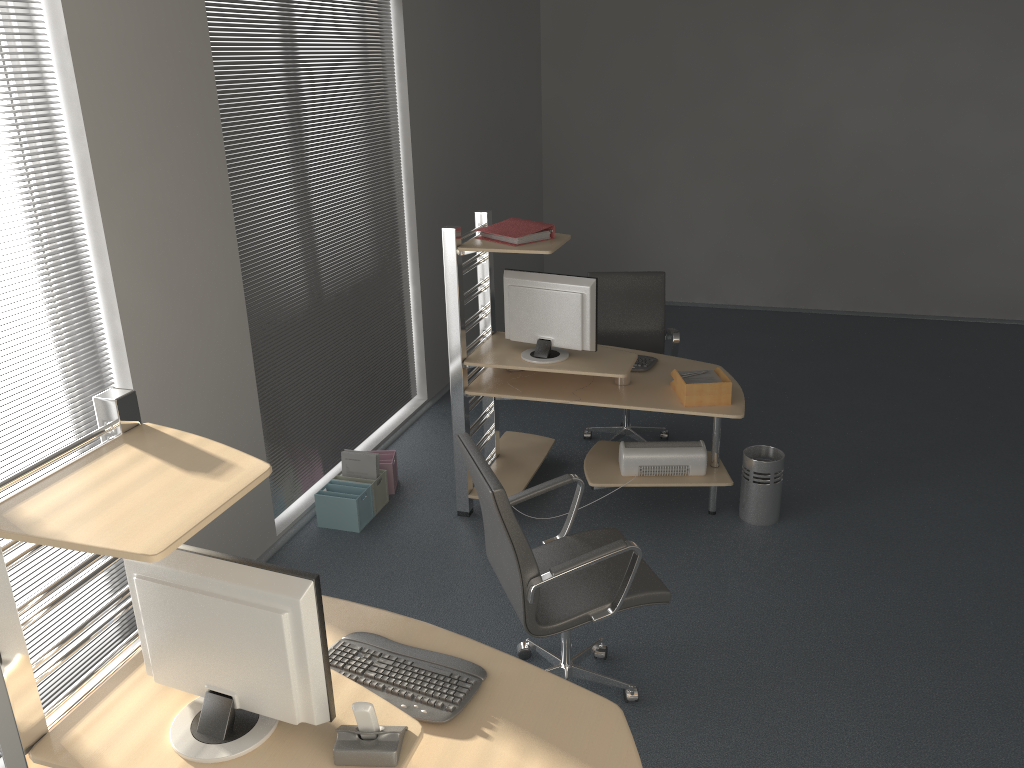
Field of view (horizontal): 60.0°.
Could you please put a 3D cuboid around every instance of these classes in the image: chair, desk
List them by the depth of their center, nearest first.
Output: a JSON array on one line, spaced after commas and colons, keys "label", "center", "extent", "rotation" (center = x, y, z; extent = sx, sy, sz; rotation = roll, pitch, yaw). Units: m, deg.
[{"label": "desk", "center": [-0.320, 0.824, 2.264], "extent": [1.469, 1.566, 0.967], "rotation": [5, 21, 17]}, {"label": "chair", "center": [0.186, 0.708, 3.288], "extent": [0.652, 1.048, 0.584], "rotation": [-7, 21, -15]}, {"label": "desk", "center": [0.524, -0.118, 4.756], "extent": [1.469, 1.566, 0.967], "rotation": [5, 21, 17]}, {"label": "chair", "center": [0.712, -0.109, 5.467], "extent": [0.584, 1.048, 0.652], "rotation": [0, 20, 4]}]

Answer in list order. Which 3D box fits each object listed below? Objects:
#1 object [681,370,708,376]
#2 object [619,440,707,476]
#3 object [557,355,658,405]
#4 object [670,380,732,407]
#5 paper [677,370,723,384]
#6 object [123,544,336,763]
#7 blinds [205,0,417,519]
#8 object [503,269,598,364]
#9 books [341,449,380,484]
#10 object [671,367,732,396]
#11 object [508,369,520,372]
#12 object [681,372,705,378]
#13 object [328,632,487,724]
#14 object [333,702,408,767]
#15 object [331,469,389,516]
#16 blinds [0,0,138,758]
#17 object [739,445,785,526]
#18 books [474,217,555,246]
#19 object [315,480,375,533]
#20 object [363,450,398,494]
[{"label": "object", "center": [0.925, -0.057, 4.476], "extent": [0.159, 0.009, 0.008], "rotation": [-8, 21, -17]}, {"label": "object", "center": [0.784, 0.348, 4.683], "extent": [0.438, 0.162, 0.351], "rotation": [-1, 20, 2]}, {"label": "object", "center": [0.441, -0.025, 4.687], "extent": [0.478, 0.082, 0.814], "rotation": [8, 22, 24]}, {"label": "object", "center": [0.932, 0.024, 4.396], "extent": [0.225, 0.060, 0.309], "rotation": [-3, 20, -3]}, {"label": "paper", "center": [0.931, -0.013, 4.383], "extent": [0.210, 0.010, 0.297], "rotation": [-3, 20, -3]}, {"label": "object", "center": [-0.680, 0.594, 1.997], "extent": [0.516, 0.418, 0.245], "rotation": [11, 24, 31]}, {"label": "blinds", "center": [-1.018, -0.895, 4.981], "extent": [0.022, 2.770, 1.950], "rotation": [5, 21, 17]}, {"label": "object", "center": [0.155, -0.341, 4.469], "extent": [0.516, 0.418, 0.245], "rotation": [15, 26, 37]}, {"label": "books", "center": [-0.835, 0.524, 4.912], "extent": [0.220, 0.306, 0.068], "rotation": [5, 21, 17]}, {"label": "object", "center": [0.930, -0.029, 4.377], "extent": [0.225, 0.060, 0.309], "rotation": [-3, 20, -3]}, {"label": "object", "center": [0.044, -0.110, 4.820], "extent": [0.159, 0.064, 0.054], "rotation": [-7, 21, -14]}, {"label": "object", "center": [0.911, -0.047, 4.452], "extent": [0.159, 0.009, 0.008], "rotation": [-11, 22, -25]}, {"label": "object", "center": [-0.435, 0.908, 2.221], "extent": [0.478, 0.082, 0.814], "rotation": [8, 22, 24]}, {"label": "object", "center": [-0.317, 0.741, 1.956], "extent": [0.150, 0.151, 0.119], "rotation": [0, 20, 4]}, {"label": "object", "center": [-0.838, 0.595, 4.923], "extent": [0.245, 0.202, 0.185], "rotation": [5, 21, 17]}, {"label": "blinds", "center": [-1.863, 0.049, 2.483], "extent": [0.037, 2.749, 1.950], "rotation": [5, 21, 17]}, {"label": "object", "center": [1.310, 0.536, 4.661], "extent": [0.208, 0.377, 0.208], "rotation": [-12, 23, -26]}, {"label": "books", "center": [0.010, -0.766, 4.445], "extent": [0.262, 0.072, 0.320], "rotation": [-18, 26, -37]}, {"label": "object", "center": [-0.894, 0.657, 4.758], "extent": [0.245, 0.202, 0.185], "rotation": [5, 21, 17]}, {"label": "object", "center": [-0.796, 0.517, 5.132], "extent": [0.245, 0.202, 0.185], "rotation": [-2, 20, 0]}]
